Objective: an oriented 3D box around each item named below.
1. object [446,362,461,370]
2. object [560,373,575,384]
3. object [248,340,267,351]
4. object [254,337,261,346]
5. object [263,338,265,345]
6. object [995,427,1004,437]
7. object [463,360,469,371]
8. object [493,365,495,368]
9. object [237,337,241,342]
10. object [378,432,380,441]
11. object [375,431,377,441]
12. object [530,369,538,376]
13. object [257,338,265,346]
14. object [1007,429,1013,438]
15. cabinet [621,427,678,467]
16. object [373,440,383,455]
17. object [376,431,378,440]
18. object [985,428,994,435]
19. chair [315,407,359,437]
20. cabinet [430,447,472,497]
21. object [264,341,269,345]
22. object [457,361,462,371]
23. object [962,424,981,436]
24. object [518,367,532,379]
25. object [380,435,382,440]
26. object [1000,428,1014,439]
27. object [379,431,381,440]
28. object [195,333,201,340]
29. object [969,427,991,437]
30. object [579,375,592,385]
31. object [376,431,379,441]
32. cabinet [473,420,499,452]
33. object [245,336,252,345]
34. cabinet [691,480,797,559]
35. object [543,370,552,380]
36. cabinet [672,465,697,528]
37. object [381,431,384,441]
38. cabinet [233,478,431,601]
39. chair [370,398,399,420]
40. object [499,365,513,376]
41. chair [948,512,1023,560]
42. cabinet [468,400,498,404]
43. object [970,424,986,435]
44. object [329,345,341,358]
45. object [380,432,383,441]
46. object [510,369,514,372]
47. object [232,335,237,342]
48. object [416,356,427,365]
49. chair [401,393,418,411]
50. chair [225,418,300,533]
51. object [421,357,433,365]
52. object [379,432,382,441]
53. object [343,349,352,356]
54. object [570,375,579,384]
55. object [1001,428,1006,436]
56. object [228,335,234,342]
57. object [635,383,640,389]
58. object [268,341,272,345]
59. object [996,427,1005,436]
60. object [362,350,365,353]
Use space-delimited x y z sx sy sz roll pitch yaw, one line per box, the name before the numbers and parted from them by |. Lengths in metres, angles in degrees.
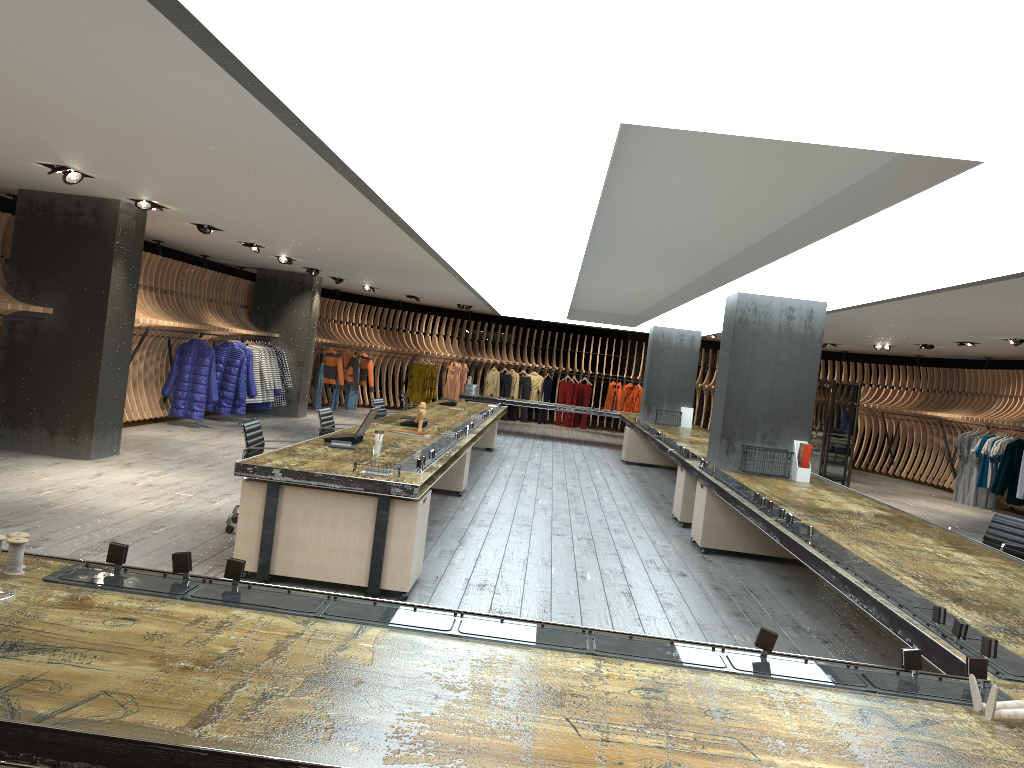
object | -1.487 -0.504 22.749 0.525 0.270 0.012 8 1 38
object | 1.497 -0.171 23.704 0.012 0.270 0.526 6 1 -42
object | -4.633 -0.683 15.859 0.518 0.313 0.012 7 1 3
object | -4.620 -0.688 16.121 0.518 0.313 0.012 7 1 3
object | -4.659 -0.722 16.502 0.525 0.270 0.012 7 1 3
object | 8.437 0.878 15.359 0.525 0.270 0.012 7 1 28
object | -1.238 -0.478 22.880 0.012 0.270 0.526 6 1 -32
object | -0.466 -0.393 23.254 0.012 0.270 0.526 6 1 -32
object | -4.690 -0.691 15.162 0.525 0.270 0.012 7 1 3
object | -1.017 0.443 6.722 0.007 0.170 0.030 6 1 -40
object | -1.034 0.440 6.730 0.007 0.170 0.030 7 1 13
object | 0.602 -0.276 23.580 0.525 0.270 0.012 7 1 28
object | -4.612 -0.692 16.300 0.518 0.313 0.012 7 1 3
object | 8.419 0.895 14.927 0.524 0.285 0.013 7 1 -2
cabinet | 2.583 1.165 15.934 1.131 0.630 0.593 7 1 3
object | -1.021 0.487 6.745 0.062 0.111 0.061 7 1 36
object | -1.030 0.441 6.726 0.007 0.170 0.030 7 1 -1
object | 8.454 0.871 15.665 0.525 0.270 0.012 7 1 -12
chair | -1.754 0.705 9.260 0.667 0.859 0.693 7 1 -6
cabinet | -1.074 0.877 10.205 1.131 0.630 0.593 7 1 3
object | -4.600 -0.689 16.658 0.516 0.316 0.012 7 1 3
object | -1.386 -0.494 22.812 0.012 0.270 0.525 7 1 -27
object | 8.456 0.859 16.120 0.525 0.270 0.012 7 1 18
object | 0.305 -0.308 23.496 0.525 0.270 0.012 7 1 28
object | -1.003 0.443 6.760 0.007 0.170 0.030 7 1 6
object | 8.434 0.892 15.031 0.523 0.290 0.013 7 1 -2
object | -1.012 0.442 6.764 0.007 0.170 0.030 7 1 -21
object | -4.769 -0.656 13.451 0.525 0.270 0.012 7 1 3
object | 8.443 0.865 15.839 0.525 0.270 0.012 7 1 18
object | 1.949 -0.118 23.714 0.526 0.270 0.012 8 1 43
object | -1.026 0.442 6.724 0.007 0.170 0.030 7 1 -14
cabinet | -0.835 0.770 15.407 1.131 0.630 0.593 7 1 3
object | -4.644 -0.678 15.624 0.518 0.313 0.012 7 1 3
cabinet | 2.360 1.332 8.528 1.131 0.630 0.593 7 1 3
object | 0.972 -0.235 23.643 0.012 0.270 0.525 7 1 28
cabinet | 2.423 1.304 9.879 1.131 0.630 0.593 7 1 3
object | -0.997 0.445 6.741 0.030 0.170 0.007 7 1 -31
cabinet | -1.166 0.979 5.866 1.131 0.630 0.593 7 1 3
chair | -1.599 0.655 11.901 0.667 0.859 0.693 7 1 -1
object | -0.176 -0.362 23.357 0.525 0.270 0.012 8 1 38
chair | 3.525 1.405 6.638 0.667 0.859 0.694 6 1 -21
cabinet | -0.660 0.694 19.104 0.593 0.630 1.132 7 1 3
object | 8.442 0.861 15.976 0.525 0.270 0.012 7 1 -7
object | -4.043 -0.734 19.826 0.525 0.270 0.012 7 1 18
object | -1.000 0.444 6.732 0.030 0.170 0.007 7 1 -4
object | 0.009 -0.340 23.427 0.012 0.270 0.526 6 1 -42
object | -4.683 -0.677 14.982 0.523 0.291 0.012 7 1 3
object | -2.259 -0.579 22.182 0.525 0.270 0.012 8 1 33
chair | -1.506 0.608 14.110 0.667 0.859 0.694 7 1 -11
chair | -1.878 0.747 7.097 0.667 0.859 0.694 7 1 -11
object | -2.122 -0.565 22.303 0.525 0.270 0.012 8 1 33
object | -1.007 0.444 6.725 0.030 0.170 0.007 7 1 23
object | -3.767 -0.712 20.350 0.525 0.270 0.012 7 1 23
object | 1.662 -0.152 23.709 0.012 0.270 0.525 7 1 -27
object | 8.415 0.882 15.119 0.525 0.270 0.012 7 1 8
object | -4.723 -0.673 14.843 0.523 0.292 0.012 7 1 3
object | 3.355 0.055 23.564 0.012 0.270 0.525 7 1 -17
object | -4.595 -0.695 16.846 0.518 0.313 0.012 7 1 3
object | 8.392 0.883 15.227 0.524 0.288 0.015 7 1 13
object | -3.489 -0.694 20.814 0.525 0.270 0.012 8 1 33
